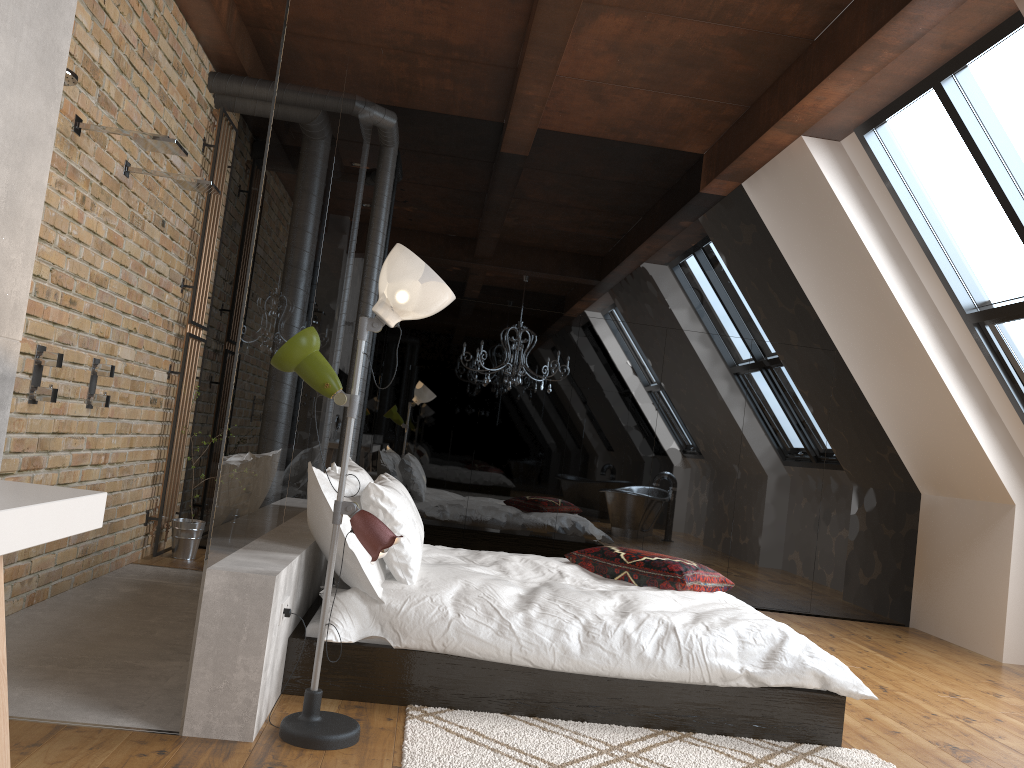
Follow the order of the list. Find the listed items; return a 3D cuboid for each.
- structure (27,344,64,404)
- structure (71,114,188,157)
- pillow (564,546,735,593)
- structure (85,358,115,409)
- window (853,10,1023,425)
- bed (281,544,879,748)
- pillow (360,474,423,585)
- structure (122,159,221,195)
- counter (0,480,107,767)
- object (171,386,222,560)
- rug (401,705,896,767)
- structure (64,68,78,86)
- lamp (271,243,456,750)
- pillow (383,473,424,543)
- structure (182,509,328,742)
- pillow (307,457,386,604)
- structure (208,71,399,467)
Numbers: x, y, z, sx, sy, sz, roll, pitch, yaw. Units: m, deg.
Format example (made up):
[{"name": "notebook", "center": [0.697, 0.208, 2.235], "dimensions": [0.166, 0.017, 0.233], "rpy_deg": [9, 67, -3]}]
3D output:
[{"name": "structure", "center": [-1.960, -0.034, 3.730], "dimensions": [0.092, 0.248, 0.090], "rpy_deg": [7, -4, -5]}, {"name": "structure", "center": [-1.648, -1.079, 3.821], "dimensions": [0.453, 0.079, 0.192], "rpy_deg": [7, -4, -5]}, {"name": "pillow", "center": [0.692, 0.930, 4.478], "dimensions": [0.748, 0.157, 0.453], "rpy_deg": [3, -6, 45]}, {"name": "structure", "center": [-2.018, 0.002, 4.350], "dimensions": [0.092, 0.248, 0.090], "rpy_deg": [7, -4, -5]}, {"name": "window", "center": [2.921, -0.562, 4.666], "dimensions": [1.702, 2.162, 1.713], "rpy_deg": [7, -4, -5]}, {"name": "bed", "center": [0.180, 1.084, 4.288], "dimensions": [2.169, 0.442, 2.300], "rpy_deg": [7, -4, -5]}, {"name": "pillow", "center": [-0.499, 0.597, 3.687], "dimensions": [0.276, 0.397, 0.744], "rpy_deg": [7, -4, -5]}, {"name": "structure", "center": [-1.706, -1.042, 4.442], "dimensions": [0.453, 0.079, 0.192], "rpy_deg": [7, -4, -5]}, {"name": "counter", "center": [-1.141, 0.513, 0.871], "dimensions": [0.630, 0.765, 2.011], "rpy_deg": [7, -4, -5]}, {"name": "object", "center": [-1.951, 0.588, 5.843], "dimensions": [0.517, 1.117, 0.228], "rpy_deg": [10, -5, -34]}, {"name": "rug", "center": [0.628, 1.169, 1.693], "dimensions": [1.726, 0.019, 3.139], "rpy_deg": [7, -4, -5]}, {"name": "structure", "center": [-1.671, -0.269, 2.875], "dimensions": [0.217, 2.005, 0.457], "rpy_deg": [8, -4, -9]}, {"name": "lamp", "center": [-0.540, 0.315, 2.838], "dimensions": [0.561, 1.582, 0.270], "rpy_deg": [8, -4, -8]}, {"name": "pillow", "center": [-0.578, 0.666, 4.474], "dimensions": [0.291, 0.385, 0.748], "rpy_deg": [7, -4, -5]}, {"name": "structure", "center": [-0.979, 0.897, 4.062], "dimensions": [0.206, 0.494, 2.820], "rpy_deg": [7, -4, -5]}, {"name": "pillow", "center": [-0.703, 0.606, 4.077], "dimensions": [0.358, 0.517, 1.746], "rpy_deg": [7, -4, -6]}, {"name": "structure", "center": [-1.549, -0.374, 5.929], "dimensions": [1.189, 3.140, 0.829], "rpy_deg": [7, -4, -5]}]
